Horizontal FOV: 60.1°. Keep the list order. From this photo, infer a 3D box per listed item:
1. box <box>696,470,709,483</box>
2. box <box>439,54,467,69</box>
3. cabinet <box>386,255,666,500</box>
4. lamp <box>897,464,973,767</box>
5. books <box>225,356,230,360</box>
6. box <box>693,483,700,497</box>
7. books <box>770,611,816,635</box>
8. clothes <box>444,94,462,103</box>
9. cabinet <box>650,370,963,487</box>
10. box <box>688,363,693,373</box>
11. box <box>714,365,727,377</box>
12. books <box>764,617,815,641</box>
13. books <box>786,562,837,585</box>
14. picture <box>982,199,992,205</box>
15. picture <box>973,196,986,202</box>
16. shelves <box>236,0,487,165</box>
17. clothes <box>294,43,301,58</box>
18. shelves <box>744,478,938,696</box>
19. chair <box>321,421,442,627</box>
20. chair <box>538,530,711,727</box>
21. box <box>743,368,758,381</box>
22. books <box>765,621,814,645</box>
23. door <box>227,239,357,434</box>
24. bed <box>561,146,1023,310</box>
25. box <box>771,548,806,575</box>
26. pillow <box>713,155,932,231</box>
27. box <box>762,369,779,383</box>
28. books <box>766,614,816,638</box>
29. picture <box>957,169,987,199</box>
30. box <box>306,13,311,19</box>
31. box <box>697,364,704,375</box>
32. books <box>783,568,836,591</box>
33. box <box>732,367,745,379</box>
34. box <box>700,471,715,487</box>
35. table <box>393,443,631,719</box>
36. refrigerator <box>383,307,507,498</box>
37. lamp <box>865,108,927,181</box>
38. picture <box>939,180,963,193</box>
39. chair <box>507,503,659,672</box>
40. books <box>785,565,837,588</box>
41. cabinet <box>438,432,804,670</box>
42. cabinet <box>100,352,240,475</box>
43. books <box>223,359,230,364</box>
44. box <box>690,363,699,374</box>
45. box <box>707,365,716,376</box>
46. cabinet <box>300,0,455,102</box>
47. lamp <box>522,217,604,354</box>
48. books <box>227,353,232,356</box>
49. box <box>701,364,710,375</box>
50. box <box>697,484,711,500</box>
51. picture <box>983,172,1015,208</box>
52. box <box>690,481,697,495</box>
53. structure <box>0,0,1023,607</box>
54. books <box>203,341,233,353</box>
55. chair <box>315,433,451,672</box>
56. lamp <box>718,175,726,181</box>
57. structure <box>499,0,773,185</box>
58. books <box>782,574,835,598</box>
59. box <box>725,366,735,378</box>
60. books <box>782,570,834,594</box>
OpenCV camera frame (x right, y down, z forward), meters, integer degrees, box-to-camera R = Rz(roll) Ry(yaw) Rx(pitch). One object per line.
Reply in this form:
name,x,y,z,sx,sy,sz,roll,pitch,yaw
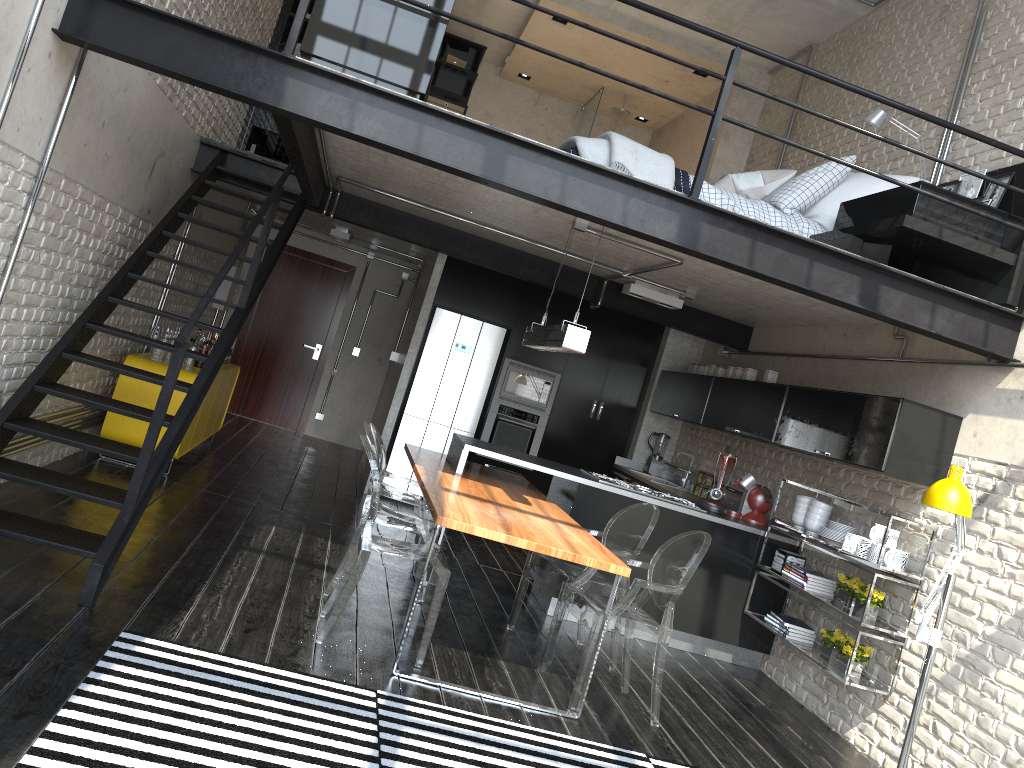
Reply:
box,1.626,0.796,7.500,0.080,0.111,0.081,19,-3,-35
box,-0.781,-4.052,11.271,0.261,0.126,0.403,17,0,-25
cabinet,0.087,0.167,8.894,2.313,2.482,0.553,17,-3,-9
lamp,1.881,1.177,3.386,0.631,1.622,1.566,17,-2,3
books,-2.775,-0.282,8.248,0.258,0.031,0.329,17,0,-12
box,1.591,0.900,7.458,0.080,0.111,0.081,18,-2,-15
books,1.767,1.503,5.574,0.201,0.023,0.278,17,0,-1
clothes,-0.776,-3.602,11.311,0.261,0.135,0.274,17,-1,-10
cabinet,1.910,0.224,6.762,0.398,0.422,3.899,17,0,-10
box,1.675,-0.129,8.152,0.080,0.111,0.081,17,-2,-10
box,1.779,-0.097,7.542,0.080,0.111,0.081,17,-2,-10
books,1.746,1.541,5.570,0.200,0.023,0.279,17,0,-16
books,1.880,1.189,5.562,0.211,0.021,0.293,17,0,-7
picture,2.667,-1.005,5.023,0.030,0.087,0.096,18,-2,-10
picture,2.650,-1.028,5.130,0.052,0.121,0.175,17,-1,-10
shelves,-1.568,-3.140,10.021,2.117,2.799,2.677,17,-2,-10
clothes,-2.053,-3.230,8.889,0.349,0.317,0.472,17,-1,-5
shelves,1.930,1.156,5.363,0.287,0.929,1.251,18,-1,-10
chair,-0.676,0.744,4.913,0.590,0.943,0.538,17,-3,0
chair,0.600,1.135,4.454,0.587,0.943,0.541,18,-3,-15
box,1.879,-0.065,6.991,0.080,0.111,0.081,17,-2,-10
books,1.744,1.563,5.569,0.200,0.023,0.279,17,0,-11
door,-2.847,-0.599,11.199,1.130,2.223,0.195,17,-3,-9
bed,1.175,-1.286,6.700,2.686,0.843,4.485,17,0,-10
box,1.817,1.184,5.816,0.150,0.150,0.150,17,-2,-10
pillow,1.889,-1.330,6.605,1.139,0.735,2.141,17,0,-12
box,1.942,-0.045,6.652,0.080,0.111,0.081,17,-2,-10
books,1.757,1.522,5.572,0.200,0.023,0.279,17,0,-12
picture,2.695,-1.116,5.267,0.033,0.315,0.226,18,-2,-10
box,-1.942,-3.588,8.889,0.400,0.083,0.296,17,0,-10
box,1.710,-0.118,7.915,0.080,0.111,0.081,17,-2,-10
books,1.869,1.226,5.559,0.210,0.021,0.293,17,0,-12
box,1.843,-0.076,7.181,0.080,0.111,0.081,17,-2,-10
box,1.641,0.801,7.416,0.080,0.111,0.081,18,-2,-15
table,-0.226,0.990,5.255,0.924,0.735,2.676,17,0,-10
refrigerator,-0.689,0.223,8.745,0.721,1.830,0.498,17,-3,-10
lamp,2.391,-1.400,5.565,0.485,0.690,0.168,15,-4,46
picture,2.641,-1.112,5.456,0.046,0.276,0.244,18,-2,-10
chair,0.459,1.091,5.108,0.585,0.943,0.543,18,-3,-25
books,1.880,1.209,5.561,0.210,0.021,0.293,17,0,-10
cabinet,0.485,1.061,7.160,2.423,1.007,2.749,17,0,-10
cabinet,-2.811,0.175,7.456,0.546,0.771,2.203,17,0,-10
books,-2.797,-0.249,8.255,0.259,0.044,0.351,17,0,-8
box,1.681,-0.128,8.059,0.080,0.111,0.081,17,-2,-10
box,1.754,-0.104,7.687,0.080,0.111,0.081,17,-2,-10
cabinet,-0.897,-1.764,5.698,0.604,0.553,3.184,17,0,-10
lamp,0.339,-0.619,4.915,0.124,0.893,1.089,18,-1,-10
books,-2.779,-0.315,8.259,0.286,0.031,0.351,17,0,-10
box,1.729,-0.112,7.821,0.080,0.111,0.081,17,-2,-10
box,1.601,0.903,7.380,0.081,0.111,0.081,17,-2,0
picture,2.722,-1.074,4.999,0.055,0.250,0.175,18,-2,-10
box,1.573,0.894,7.542,0.081,0.111,0.081,17,-2,-5
structure,-0.036,-0.319,5.854,4.768,3.351,3.790,17,-1,-10
books,-2.763,-0.346,8.250,0.258,0.038,0.325,17,0,-8
chair,-0.594,0.770,4.276,0.588,0.943,0.540,17,-3,-10
lamp,1.935,-1.545,8.180,0.171,0.690,0.477,15,-3,24
structure,0.894,-2.313,10.397,2.585,2.960,2.793,17,-2,-10
books,1.858,1.264,5.557,0.210,0.021,0.293,17,0,-11
box,1.819,-0.084,7.315,0.080,0.111,0.081,17,-2,-10
books,1.857,1.243,5.557,0.210,0.021,0.293,17,0,-10
